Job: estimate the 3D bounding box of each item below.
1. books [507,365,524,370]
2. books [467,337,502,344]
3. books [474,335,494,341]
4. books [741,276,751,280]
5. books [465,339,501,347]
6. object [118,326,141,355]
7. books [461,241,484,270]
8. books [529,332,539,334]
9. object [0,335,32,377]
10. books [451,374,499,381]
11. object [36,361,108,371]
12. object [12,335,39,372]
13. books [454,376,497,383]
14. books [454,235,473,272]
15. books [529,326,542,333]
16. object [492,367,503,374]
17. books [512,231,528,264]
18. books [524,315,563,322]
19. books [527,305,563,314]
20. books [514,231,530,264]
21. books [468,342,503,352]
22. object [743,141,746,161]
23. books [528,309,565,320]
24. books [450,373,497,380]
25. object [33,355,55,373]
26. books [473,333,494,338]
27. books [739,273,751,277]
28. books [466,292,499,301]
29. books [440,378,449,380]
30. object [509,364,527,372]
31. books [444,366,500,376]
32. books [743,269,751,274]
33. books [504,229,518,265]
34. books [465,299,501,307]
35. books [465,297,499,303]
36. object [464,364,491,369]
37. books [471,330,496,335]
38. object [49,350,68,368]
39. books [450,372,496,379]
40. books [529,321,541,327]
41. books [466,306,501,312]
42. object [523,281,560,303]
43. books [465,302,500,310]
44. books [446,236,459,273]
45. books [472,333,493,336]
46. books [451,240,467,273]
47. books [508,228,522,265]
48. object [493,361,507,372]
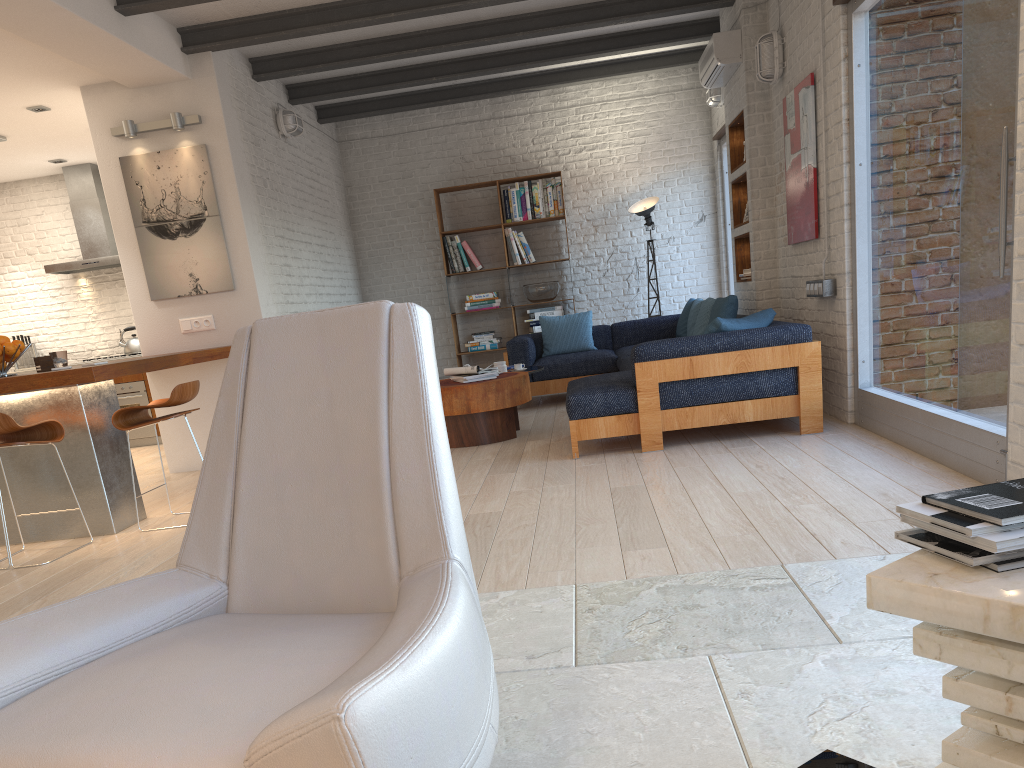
[{"bbox_3d":[-0.037,-0.141,7.633,0.226,0.023,0.161,-11,7,-36],"label":"books"},{"bbox_3d":[-0.302,-0.479,9.530,0.379,0.019,0.236,-8,5,-2],"label":"books"},{"bbox_3d":[-0.305,-0.507,9.545,0.206,0.035,0.128,-7,6,6],"label":"books"},{"bbox_3d":[1.972,-0.879,7.202,0.163,0.018,0.243,-6,6,15],"label":"books"},{"bbox_3d":[-0.314,-0.450,9.548,0.380,0.038,0.236,-7,6,6],"label":"books"},{"bbox_3d":[-3.895,-0.456,9.005,0.263,0.285,0.253,-2,12,26],"label":"object"},{"bbox_3d":[-0.418,-1.369,9.322,0.195,0.330,0.245,-6,11,5],"label":"books"},{"bbox_3d":[0.383,-0.551,9.473,0.363,0.057,0.273,-7,6,8],"label":"books"},{"bbox_3d":[-2.836,-0.150,4.803,0.359,0.230,0.357,-12,9,-29],"label":"object"},{"bbox_3d":[-0.281,-0.051,6.516,0.249,0.011,0.313,-10,6,-25],"label":"books"},{"bbox_3d":[-2.427,-0.100,4.741,0.396,0.036,0.191,-6,6,9],"label":"object"},{"bbox_3d":[-5.289,-0.340,9.449,0.322,0.389,0.063,-6,15,6],"label":"object"},{"bbox_3d":[-0.278,-0.039,6.504,0.250,0.011,0.311,-9,5,-15],"label":"books"},{"bbox_3d":[-0.515,-1.386,9.301,0.121,0.395,0.234,-6,12,5],"label":"books"},{"bbox_3d":[0.386,-0.611,9.441,0.378,0.067,0.237,-8,6,-8],"label":"books"},{"bbox_3d":[-0.141,-0.101,6.774,0.146,0.058,0.170,-8,6,-6],"label":"object"},{"bbox_3d":[0.089,-1.441,9.249,0.125,0.361,0.261,-6,12,5],"label":"books"},{"bbox_3d":[0.363,-0.708,9.416,0.445,0.021,0.263,-7,5,6],"label":"books"},{"bbox_3d":[0.356,-0.804,9.404,0.380,0.038,0.236,-7,6,6],"label":"books"},{"bbox_3d":[0.111,-1.444,9.255,0.125,0.361,0.261,-6,12,5],"label":"books"},{"bbox_3d":[-0.288,-0.406,9.550,0.328,0.057,0.246,-6,6,15],"label":"books"},{"bbox_3d":[1.883,-1.874,6.904,0.113,0.251,0.207,-4,11,13],"label":"object"},{"bbox_3d":[0.367,-0.754,9.422,0.380,0.067,0.236,-7,6,0],"label":"books"},{"bbox_3d":[-0.289,-0.059,6.497,0.249,0.011,0.313,-10,6,-25],"label":"books"},{"bbox_3d":[-2.555,-0.112,4.788,0.091,0.085,0.113,-15,12,-39],"label":"object"},{"bbox_3d":[-0.314,-0.533,9.546,0.236,0.019,0.165,-7,5,-1],"label":"books"},{"bbox_3d":[1.975,-0.905,7.182,0.171,0.019,0.228,-7,5,7],"label":"books"},{"bbox_3d":[-0.312,-0.946,9.412,0.327,0.057,0.246,-7,6,8],"label":"books"},{"bbox_3d":[-0.463,-0.043,7.244,0.319,0.011,0.243,-6,6,18],"label":"books"},{"bbox_3d":[0.052,-0.132,7.235,0.155,0.059,0.262,-8,6,-2],"label":"object"},{"bbox_3d":[-0.300,-0.088,6.559,0.322,0.113,0.264,-2,8,38],"label":"books"},{"bbox_3d":[1.974,-0.932,7.182,0.133,0.035,0.198,-6,6,15],"label":"books"},{"bbox_3d":[-0.002,-1.449,9.266,0.101,0.397,0.234,-6,12,5],"label":"books"},{"bbox_3d":[-0.311,-0.876,9.413,0.379,0.038,0.236,-7,5,-1],"label":"books"},{"bbox_3d":[-0.316,-0.907,9.425,0.356,0.021,0.263,-7,5,4],"label":"books"},{"bbox_3d":[-0.295,-0.141,7.614,0.187,0.094,0.187,-3,8,30],"label":"object"},{"bbox_3d":[-0.310,-0.558,9.518,0.252,0.018,0.157,-7,5,6],"label":"books"},{"bbox_3d":[-2.438,-0.132,4.700,0.091,0.088,0.087,-4,11,20],"label":"object"},{"bbox_3d":[-0.292,-0.069,6.486,0.250,0.011,0.312,-9,6,-20],"label":"books"},{"bbox_3d":[0.350,-0.667,9.416,0.326,0.057,0.246,-7,6,0],"label":"books"},{"bbox_3d":[-0.304,-0.812,9.443,0.356,0.021,0.263,-7,5,5],"label":"books"},{"bbox_3d":[0.320,-0.982,9.372,0.390,0.209,0.401,-14,10,-43],"label":"object"},{"bbox_3d":[-0.317,-0.839,9.430,0.380,0.038,0.236,-7,5,1],"label":"books"},{"bbox_3d":[-0.621,-1.377,9.324,0.091,0.398,0.234,-6,12,5],"label":"books"},{"bbox_3d":[-0.309,-0.547,9.535,0.243,0.008,0.151,-7,5,6],"label":"books"},{"bbox_3d":[-0.565,-1.360,9.343,0.103,0.346,0.245,-6,12,5],"label":"books"},{"bbox_3d":[0.034,-1.450,9.240,0.104,0.397,0.234,-6,12,5],"label":"books"},{"bbox_3d":[-0.095,-0.124,7.062,0.108,0.112,0.104,-3,11,21],"label":"object"}]
